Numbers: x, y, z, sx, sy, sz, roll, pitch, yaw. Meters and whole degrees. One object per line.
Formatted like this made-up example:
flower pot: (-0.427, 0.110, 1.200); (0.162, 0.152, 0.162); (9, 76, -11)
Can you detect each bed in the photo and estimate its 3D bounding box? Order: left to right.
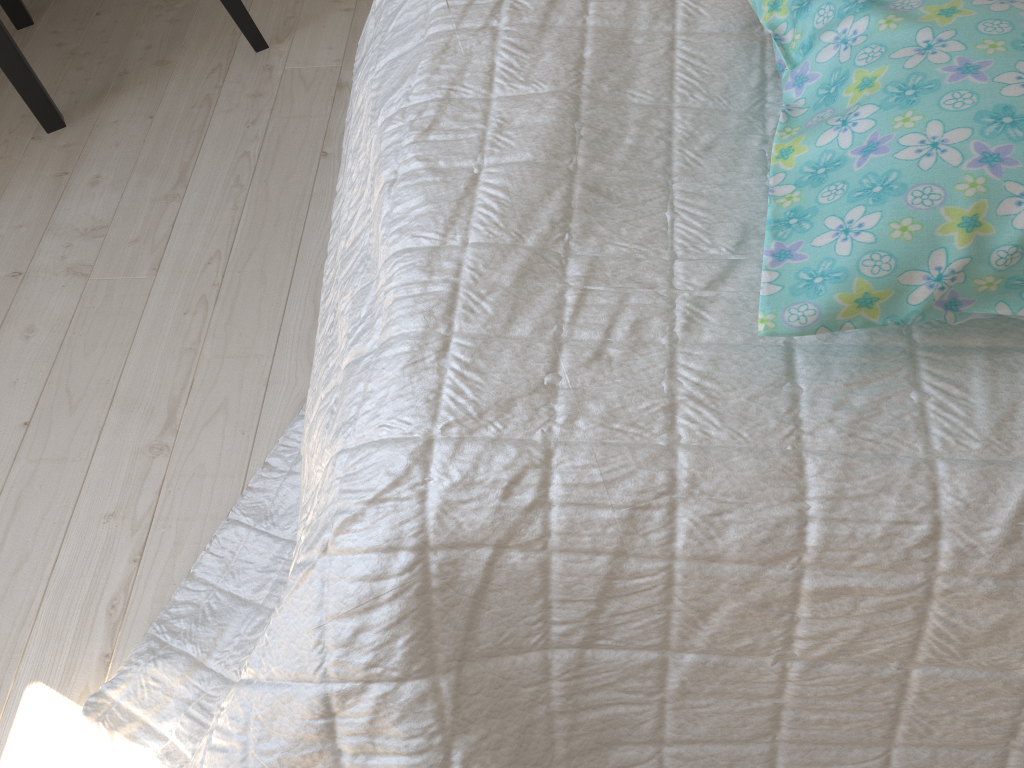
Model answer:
bed: (0.490, -0.467, 1.111); (1.951, 0.604, 2.318); (-1, 55, 6)

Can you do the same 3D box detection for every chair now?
chair: (-0.808, -0.923, 1.440); (0.461, 0.822, 0.474); (-27, 58, -11)

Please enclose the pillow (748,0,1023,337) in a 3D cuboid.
pillow: (0.364, -0.175, 0.645); (0.382, 0.161, 0.379); (3, 56, 8)
